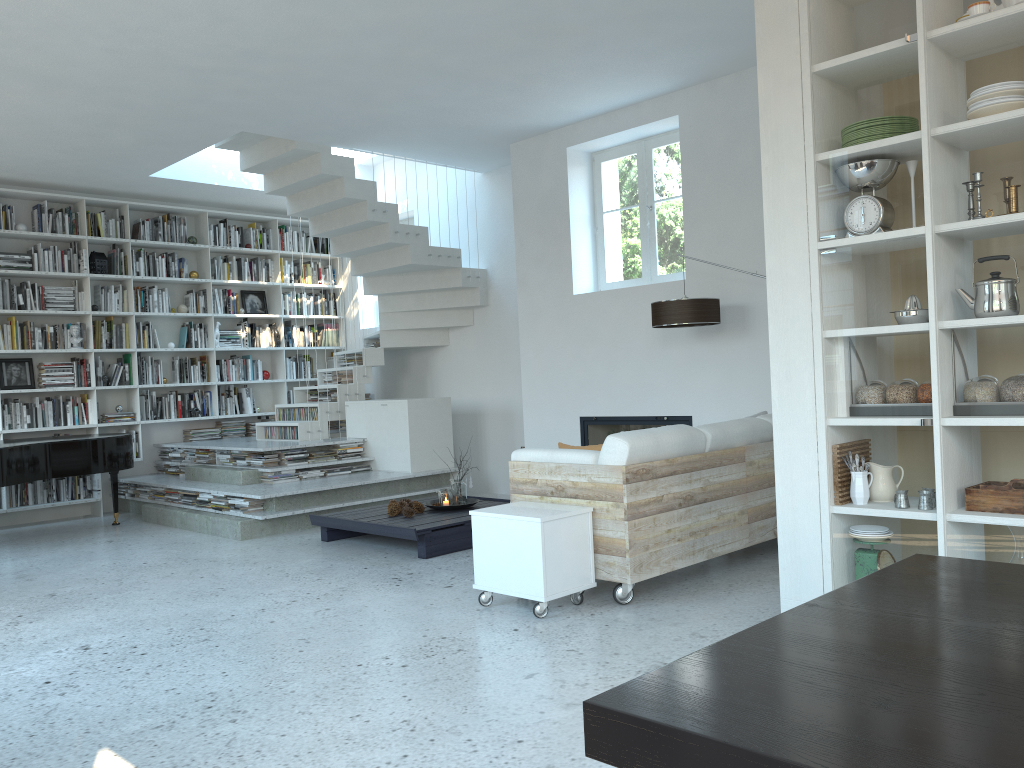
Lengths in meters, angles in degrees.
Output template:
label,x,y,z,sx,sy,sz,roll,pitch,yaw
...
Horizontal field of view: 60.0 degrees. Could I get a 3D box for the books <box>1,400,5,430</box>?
label,x,y,z,sx,sy,sz,roll,pitch,yaw
books,-4.763,0.291,8.262,0.011,0.275,0.146,-4,1,-45

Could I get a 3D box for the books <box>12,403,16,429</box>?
label,x,y,z,sx,sy,sz,roll,pitch,yaw
books,-4.703,0.302,8.338,0.024,0.247,0.132,-4,1,-45

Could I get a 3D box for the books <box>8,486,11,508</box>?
label,x,y,z,sx,sy,sz,roll,pitch,yaw
books,-4.714,1.000,8.273,0.014,0.301,0.184,-4,1,-45

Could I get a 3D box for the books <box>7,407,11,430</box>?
label,x,y,z,sx,sy,sz,roll,pitch,yaw
books,-4.731,0.323,8.295,0.024,0.208,0.170,-4,1,-45

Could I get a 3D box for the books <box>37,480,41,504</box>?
label,x,y,z,sx,sy,sz,roll,pitch,yaw
books,-4.543,1.024,8.468,0.030,0.235,0.138,-4,1,-45

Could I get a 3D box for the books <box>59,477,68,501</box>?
label,x,y,z,sx,sy,sz,roll,pitch,yaw
books,-4.361,0.985,8.621,0.011,0.293,0.184,-4,1,-45

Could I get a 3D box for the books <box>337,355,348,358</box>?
label,x,y,z,sx,sy,sz,roll,pitch,yaw
books,-1.793,-0.304,9.753,0.190,0.015,0.230,-3,0,-31

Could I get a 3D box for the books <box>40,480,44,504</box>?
label,x,y,z,sx,sy,sz,roll,pitch,yaw
books,-4.523,1.010,8.488,0.028,0.261,0.132,-4,1,-45

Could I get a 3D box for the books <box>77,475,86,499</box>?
label,x,y,z,sx,sy,sz,roll,pitch,yaw
books,-4.254,1.012,8.746,0.028,0.227,0.162,-4,1,-45

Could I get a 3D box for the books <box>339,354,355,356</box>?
label,x,y,z,sx,sy,sz,roll,pitch,yaw
books,-1.785,-0.319,9.758,0.165,0.014,0.235,-3,0,-28

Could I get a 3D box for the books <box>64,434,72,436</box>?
label,x,y,z,sx,sy,sz,roll,pitch,yaw
books,-4.305,0.632,8.614,0.015,0.293,0.169,-4,1,-45

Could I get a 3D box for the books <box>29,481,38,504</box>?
label,x,y,z,sx,sy,sz,roll,pitch,yaw
books,-4.562,0.995,8.445,0.026,0.294,0.155,-4,1,-45

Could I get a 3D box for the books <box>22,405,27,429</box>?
label,x,y,z,sx,sy,sz,roll,pitch,yaw
books,-4.625,0.313,8.380,0.023,0.217,0.174,-4,1,-45

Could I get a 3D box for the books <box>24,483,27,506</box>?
label,x,y,z,sx,sy,sz,roll,pitch,yaw
books,-4.628,1.008,8.387,0.012,0.276,0.154,-4,1,-45

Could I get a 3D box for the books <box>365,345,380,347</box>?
label,x,y,z,sx,sy,sz,roll,pitch,yaw
books,-1.531,-0.431,10.022,0.169,0.010,0.282,-3,0,-30

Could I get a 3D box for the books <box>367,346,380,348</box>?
label,x,y,z,sx,sy,sz,roll,pitch,yaw
books,-1.513,-0.422,10.035,0.145,0.010,0.266,-3,0,-36

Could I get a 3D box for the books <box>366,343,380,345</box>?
label,x,y,z,sx,sy,sz,roll,pitch,yaw
books,-1.525,-0.452,10.027,0.150,0.017,0.288,-3,0,-30

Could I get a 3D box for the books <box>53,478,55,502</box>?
label,x,y,z,sx,sy,sz,roll,pitch,yaw
books,-4.444,0.992,8.541,0.014,0.288,0.184,-4,1,-45

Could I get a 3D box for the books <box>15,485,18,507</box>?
label,x,y,z,sx,sy,sz,roll,pitch,yaw
books,-4.678,0.980,8.322,0.012,0.337,0.144,-4,1,-45

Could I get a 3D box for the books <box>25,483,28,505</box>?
label,x,y,z,sx,sy,sz,roll,pitch,yaw
books,-4.620,1.018,8.396,0.012,0.255,0.150,-4,1,-45

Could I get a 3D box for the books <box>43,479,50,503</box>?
label,x,y,z,sx,sy,sz,roll,pitch,yaw
books,-4.481,0.995,8.509,0.013,0.285,0.185,-4,1,-45

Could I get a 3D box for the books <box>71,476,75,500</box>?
label,x,y,z,sx,sy,sz,roll,pitch,yaw
books,-4.317,0.971,8.656,0.013,0.317,0.186,-4,1,-45

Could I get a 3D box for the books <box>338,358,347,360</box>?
label,x,y,z,sx,sy,sz,roll,pitch,yaw
books,-1.787,-0.277,9.756,0.168,0.005,0.292,-3,0,-27

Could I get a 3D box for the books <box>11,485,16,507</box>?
label,x,y,z,sx,sy,sz,roll,pitch,yaw
books,-4.697,1.018,8.317,0.025,0.263,0.145,-4,1,-45

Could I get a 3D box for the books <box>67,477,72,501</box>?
label,x,y,z,sx,sy,sz,roll,pitch,yaw
books,-4.333,1.005,8.634,0.044,0.251,0.187,-4,1,-45

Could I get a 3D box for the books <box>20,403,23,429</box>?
label,x,y,z,sx,sy,sz,roll,pitch,yaw
books,-4.657,0.301,8.380,0.021,0.244,0.141,-4,1,-45

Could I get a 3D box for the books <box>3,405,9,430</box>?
label,x,y,z,sx,sy,sz,roll,pitch,yaw
books,-4.741,0.311,8.268,0.027,0.234,0.167,-4,1,-45

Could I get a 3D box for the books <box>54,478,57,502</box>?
label,x,y,z,sx,sy,sz,roll,pitch,yaw
books,-4.441,1.005,8.566,0.024,0.262,0.131,-4,1,-45

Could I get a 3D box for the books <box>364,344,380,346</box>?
label,x,y,z,sx,sy,sz,roll,pitch,yaw
books,-1.536,-0.439,10.019,0.184,0.006,0.262,-3,0,-39

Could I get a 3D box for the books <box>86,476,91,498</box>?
label,x,y,z,sx,sy,sz,roll,pitch,yaw
books,-4.215,1.015,8.764,0.029,0.218,0.191,-4,1,-45

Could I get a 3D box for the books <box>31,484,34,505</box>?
label,x,y,z,sx,sy,sz,roll,pitch,yaw
books,-4.588,1.045,8.435,0.030,0.197,0.143,-4,1,-45

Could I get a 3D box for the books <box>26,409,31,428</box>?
label,x,y,z,sx,sy,sz,roll,pitch,yaw
books,-4.603,0.329,8.396,0.029,0.184,0.174,-4,1,-45

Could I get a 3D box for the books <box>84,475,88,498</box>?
label,x,y,z,sx,sy,sz,roll,pitch,yaw
books,-4.235,0.997,8.753,0.012,0.256,0.176,-4,1,-45

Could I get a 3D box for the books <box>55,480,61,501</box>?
label,x,y,z,sx,sy,sz,roll,pitch,yaw
books,-4.423,1.029,8.595,0.040,0.212,0.129,-4,1,-45

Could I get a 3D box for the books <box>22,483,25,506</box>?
label,x,y,z,sx,sy,sz,roll,pitch,yaw
books,-4.633,1.027,8.376,0.012,0.239,0.128,-4,1,-45

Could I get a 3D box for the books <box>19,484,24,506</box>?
label,x,y,z,sx,sy,sz,roll,pitch,yaw
books,-4.648,1.023,8.366,0.022,0.247,0.144,-4,1,-45

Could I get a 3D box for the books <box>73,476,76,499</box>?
label,x,y,z,sx,sy,sz,roll,pitch,yaw
books,-4.317,1.010,8.688,0.028,0.239,0.140,-4,1,-45

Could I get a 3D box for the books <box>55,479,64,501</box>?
label,x,y,z,sx,sy,sz,roll,pitch,yaw
books,-4.383,1.030,8.590,0.010,0.206,0.180,-4,1,-45

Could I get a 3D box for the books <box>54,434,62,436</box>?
label,x,y,z,sx,sy,sz,roll,pitch,yaw
books,-4.368,0.630,8.545,0.013,0.303,0.181,-4,1,-45

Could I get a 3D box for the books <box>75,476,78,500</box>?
label,x,y,z,sx,sy,sz,roll,pitch,yaw
books,-4.293,0.999,8.691,0.011,0.258,0.171,-4,1,-45

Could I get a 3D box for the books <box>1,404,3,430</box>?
label,x,y,z,sx,sy,sz,roll,pitch,yaw
books,-4.782,0.308,8.253,0.029,0.244,0.154,-4,1,-45

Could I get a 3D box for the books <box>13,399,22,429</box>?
label,x,y,z,sx,sy,sz,roll,pitch,yaw
books,-4.657,0.282,8.355,0.013,0.282,0.166,-4,1,-45

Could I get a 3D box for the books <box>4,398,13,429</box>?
label,x,y,z,sx,sy,sz,roll,pitch,yaw
books,-4.727,0.281,8.324,0.027,0.290,0.140,-4,1,-45

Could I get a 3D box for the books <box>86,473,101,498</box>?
label,x,y,z,sx,sy,sz,roll,pitch,yaw
books,-4.137,0.985,8.763,0.038,0.269,0.277,-4,1,-45

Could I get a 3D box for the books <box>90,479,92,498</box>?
label,x,y,z,sx,sy,sz,roll,pitch,yaw
books,-4.204,1.032,8.791,0.023,0.182,0.148,-4,1,-45

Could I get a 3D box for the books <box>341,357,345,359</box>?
label,x,y,z,sx,sy,sz,roll,pitch,yaw
books,-1.769,-0.289,9.767,0.136,0.017,0.298,-3,0,-29

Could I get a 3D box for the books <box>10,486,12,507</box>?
label,x,y,z,sx,sy,sz,roll,pitch,yaw
books,-4.717,0.980,8.294,0.014,0.340,0.140,-4,1,-45

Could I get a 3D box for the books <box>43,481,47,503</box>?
label,x,y,z,sx,sy,sz,roll,pitch,yaw
books,-4.501,1.037,8.505,0.024,0.203,0.144,-4,1,-45

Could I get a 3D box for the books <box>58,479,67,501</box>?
label,x,y,z,sx,sy,sz,roll,pitch,yaw
books,-4.372,1.027,8.607,0.029,0.210,0.170,-4,1,-45

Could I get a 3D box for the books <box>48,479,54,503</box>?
label,x,y,z,sx,sy,sz,roll,pitch,yaw
books,-4.454,0.969,8.530,0.014,0.336,0.183,-4,1,-45

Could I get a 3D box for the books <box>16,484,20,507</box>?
label,x,y,z,sx,sy,sz,roll,pitch,yaw
books,-4.662,0.992,8.339,0.034,0.311,0.170,-4,1,-45

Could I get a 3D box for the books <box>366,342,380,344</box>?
label,x,y,z,sx,sy,sz,roll,pitch,yaw
books,-1.521,-0.464,10.030,0.160,0.008,0.239,-3,0,-36

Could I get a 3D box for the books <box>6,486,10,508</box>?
label,x,y,z,sx,sy,sz,roll,pitch,yaw
books,-4.727,1.023,8.259,0.026,0.256,0.183,-4,1,-45

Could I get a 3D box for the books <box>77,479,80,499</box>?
label,x,y,z,sx,sy,sz,roll,pitch,yaw
books,-4.286,1.032,8.711,0.024,0.191,0.155,-4,1,-45

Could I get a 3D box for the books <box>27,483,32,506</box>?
label,x,y,z,sx,sy,sz,roll,pitch,yaw
books,-4.587,1.041,8.393,0.028,0.206,0.175,-4,1,-45

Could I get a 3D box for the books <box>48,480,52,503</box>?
label,x,y,z,sx,sy,sz,roll,pitch,yaw
books,-4.470,1.031,8.525,0.022,0.213,0.167,-4,1,-45

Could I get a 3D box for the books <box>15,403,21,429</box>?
label,x,y,z,sx,sy,sz,roll,pitch,yaw
books,-4.673,0.301,8.344,0.027,0.246,0.179,-4,1,-45

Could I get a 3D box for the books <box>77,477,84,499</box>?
label,x,y,z,sx,sy,sz,roll,pitch,yaw
books,-4.263,1.024,8.720,0.022,0.205,0.191,-4,1,-45
